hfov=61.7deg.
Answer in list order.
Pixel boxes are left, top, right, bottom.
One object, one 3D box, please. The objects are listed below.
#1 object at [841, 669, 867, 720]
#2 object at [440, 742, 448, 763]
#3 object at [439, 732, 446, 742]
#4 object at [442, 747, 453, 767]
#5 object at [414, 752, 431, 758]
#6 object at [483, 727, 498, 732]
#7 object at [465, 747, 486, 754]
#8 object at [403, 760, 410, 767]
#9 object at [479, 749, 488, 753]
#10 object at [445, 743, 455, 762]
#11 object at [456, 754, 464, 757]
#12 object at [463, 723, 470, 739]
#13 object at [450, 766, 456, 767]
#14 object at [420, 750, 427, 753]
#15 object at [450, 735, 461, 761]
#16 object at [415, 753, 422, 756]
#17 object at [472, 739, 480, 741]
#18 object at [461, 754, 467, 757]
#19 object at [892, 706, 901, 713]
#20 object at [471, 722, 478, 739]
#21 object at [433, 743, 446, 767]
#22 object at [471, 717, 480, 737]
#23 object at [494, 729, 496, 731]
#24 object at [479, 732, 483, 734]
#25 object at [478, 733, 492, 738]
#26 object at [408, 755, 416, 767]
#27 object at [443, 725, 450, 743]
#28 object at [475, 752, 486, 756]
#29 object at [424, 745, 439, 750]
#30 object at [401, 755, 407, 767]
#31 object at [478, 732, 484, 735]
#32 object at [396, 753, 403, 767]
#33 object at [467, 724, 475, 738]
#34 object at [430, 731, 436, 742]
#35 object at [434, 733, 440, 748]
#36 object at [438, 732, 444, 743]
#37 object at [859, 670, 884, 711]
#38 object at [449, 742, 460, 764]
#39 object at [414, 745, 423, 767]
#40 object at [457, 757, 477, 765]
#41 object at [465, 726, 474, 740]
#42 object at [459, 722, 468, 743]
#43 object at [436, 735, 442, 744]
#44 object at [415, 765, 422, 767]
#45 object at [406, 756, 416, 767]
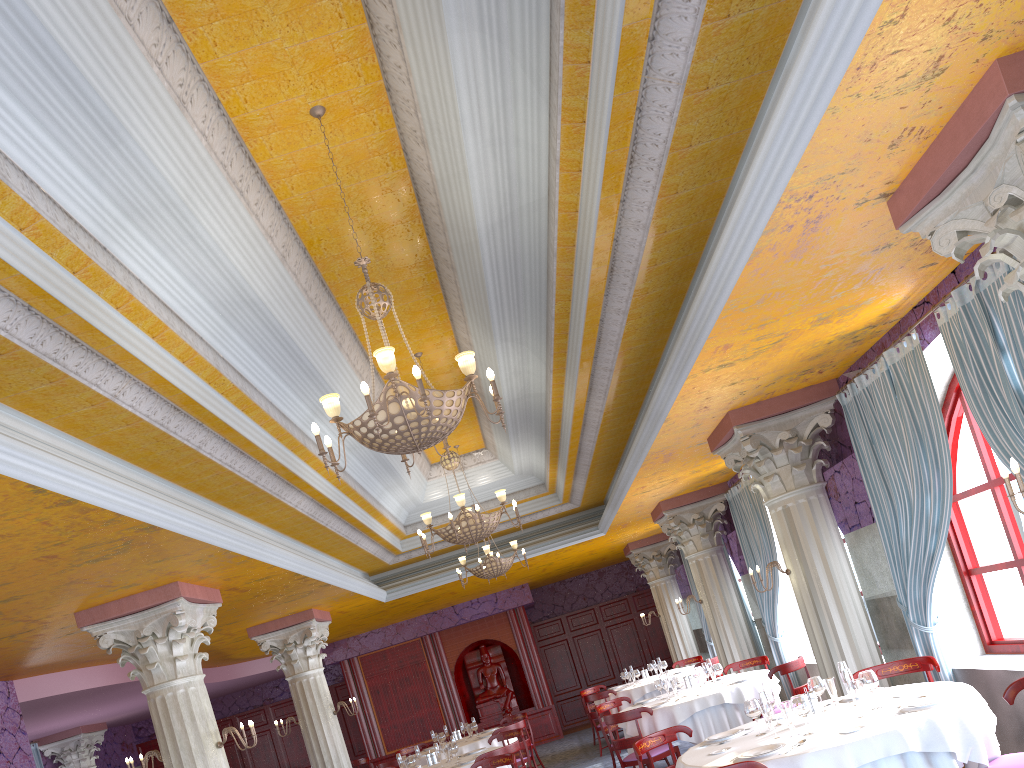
[{"bbox_3d":[2.226,2.023,5.588,0.073,0.327,0.076,-16,-4,-10],"label":"object"},{"bbox_3d":[-0.886,4.925,11.444,0.125,0.258,0.123,-19,-6,13],"label":"object"},{"bbox_3d":[-1.124,5.850,14.046,0.121,0.258,0.127,-16,-6,-10],"label":"object"},{"bbox_3d":[-0.816,4.719,10.840,0.089,0.232,0.085,-19,-6,24],"label":"object"},{"bbox_3d":[-1.447,6.011,13.862,0.313,0.023,0.327,-17,-17,-1],"label":"object"},{"bbox_3d":[-0.376,6.035,14.927,0.307,0.023,0.334,-10,-18,-20],"label":"object"},{"bbox_3d":[-0.496,4.986,11.615,0.327,0.023,0.313,-26,-20,28],"label":"object"},{"bbox_3d":[-1.304,4.863,10.828,0.089,0.232,0.085,-19,-6,24],"label":"object"},{"bbox_3d":[-0.390,4.912,11.467,0.228,0.013,0.029,1,-23,-45],"label":"object"},{"bbox_3d":[-0.819,4.887,11.348,0.086,0.232,0.087,-17,-5,1],"label":"object"},{"bbox_3d":[-0.656,5.078,11.741,0.252,0.019,0.058,-2,-22,-40],"label":"object"},{"bbox_3d":[-0.767,5.974,14.757,0.121,0.258,0.127,-16,-6,-10],"label":"object"},{"bbox_3d":[-0.670,4.654,10.421,0.027,0.013,0.247,-3,-22,-43],"label":"object"},{"bbox_3d":[-1.536,6.340,14.774,0.053,0.019,0.273,-4,-22,-39],"label":"object"},{"bbox_3d":[-0.744,4.785,11.264,0.072,0.327,0.077,-15,-5,-32],"label":"object"},{"bbox_3d":[-1.578,6.234,14.393,0.155,0.009,0.169,-2,-23,-39],"label":"object"},{"bbox_3d":[-0.551,5.703,13.734,0.027,0.013,0.247,-3,-22,-43],"label":"object"},{"bbox_3d":[-0.627,5.070,11.714,0.249,0.003,0.023,2,-25,-45],"label":"object"},{"bbox_3d":[2.460,2.088,5.492,0.136,0.010,0.031,-1,-23,-42],"label":"object"},{"bbox_3d":[-0.608,5.750,14.221,0.121,0.258,0.127,-16,-6,-10],"label":"object"},{"bbox_3d":[-0.915,4.668,10.747,0.077,0.327,0.072,-20,-5,35],"label":"object"},{"bbox_3d":[-0.624,5.835,14.576,0.077,0.327,0.072,-20,-5,35],"label":"object"},{"bbox_3d":[-0.270,5.961,14.780,0.228,0.013,0.029,1,-23,-45],"label":"object"},{"bbox_3d":[-0.536,6.128,15.054,0.252,0.019,0.058,-2,-22,-40],"label":"object"},{"bbox_3d":[-0.410,5.691,13.845,0.313,0.023,0.327,-17,-17,-1],"label":"object"},{"bbox_3d":[-1.307,5.031,11.336,0.086,0.232,0.087,-17,-5,1],"label":"object"},{"bbox_3d":[-1.116,6.040,14.746,0.077,0.327,0.072,-20,-5,35],"label":"object"},{"bbox_3d":[-0.404,4.803,11.118,0.168,0.009,0.157,-31,-22,37],"label":"object"},{"bbox_3d":[-1.413,6.356,14.944,0.331,0.023,0.309,-30,-22,37],"label":"object"},{"bbox_3d":[-1.403,5.025,11.269,0.119,0.258,0.129,-13,-7,-32],"label":"object"},{"bbox_3d":[-0.507,6.119,15.027,0.249,0.003,0.023,2,-25,-45],"label":"object"},{"bbox_3d":[-1.407,4.873,10.917,0.073,0.327,0.076,-16,-4,-10],"label":"object"},{"bbox_3d":[-0.700,5.936,14.661,0.086,0.232,0.087,-17,-5,1],"label":"object"},{"bbox_3d":[-1.288,5.923,14.230,0.077,0.327,0.072,-20,-5,35],"label":"object"},{"bbox_3d":[-1.284,6.074,14.582,0.121,0.258,0.127,-16,-6,-10],"label":"object"},{"bbox_3d":[-1.187,6.080,14.649,0.089,0.232,0.085,-19,-6,24],"label":"object"},{"bbox_3d":[2.413,2.055,5.748,0.121,0.258,0.127,-16,-6,-10],"label":"object"},{"bbox_3d":[-0.727,4.701,10.908,0.119,0.258,0.129,-13,-7,-32],"label":"object"},{"bbox_3d":[-1.236,4.991,11.434,0.077,0.327,0.072,-20,-5,35],"label":"object"},{"bbox_3d":[-0.529,4.641,10.532,0.313,0.023,0.327,-17,-17,-1],"label":"object"},{"bbox_3d":[-0.697,5.769,14.152,0.089,0.232,0.085,-19,-6,24],"label":"object"},{"bbox_3d":[-0.796,5.718,14.060,0.077,0.327,0.072,-20,-5,35],"label":"object"},{"bbox_3d":[-1.184,5.913,14.140,0.084,0.232,0.090,-15,-5,-21],"label":"object"},{"bbox_3d":[-0.854,3.817,8.208,0.077,0.327,0.072,-20,-5,35],"label":"object"},{"bbox_3d":[-1.244,4.800,10.733,0.121,0.258,0.127,-16,-6,-10],"label":"object"}]
